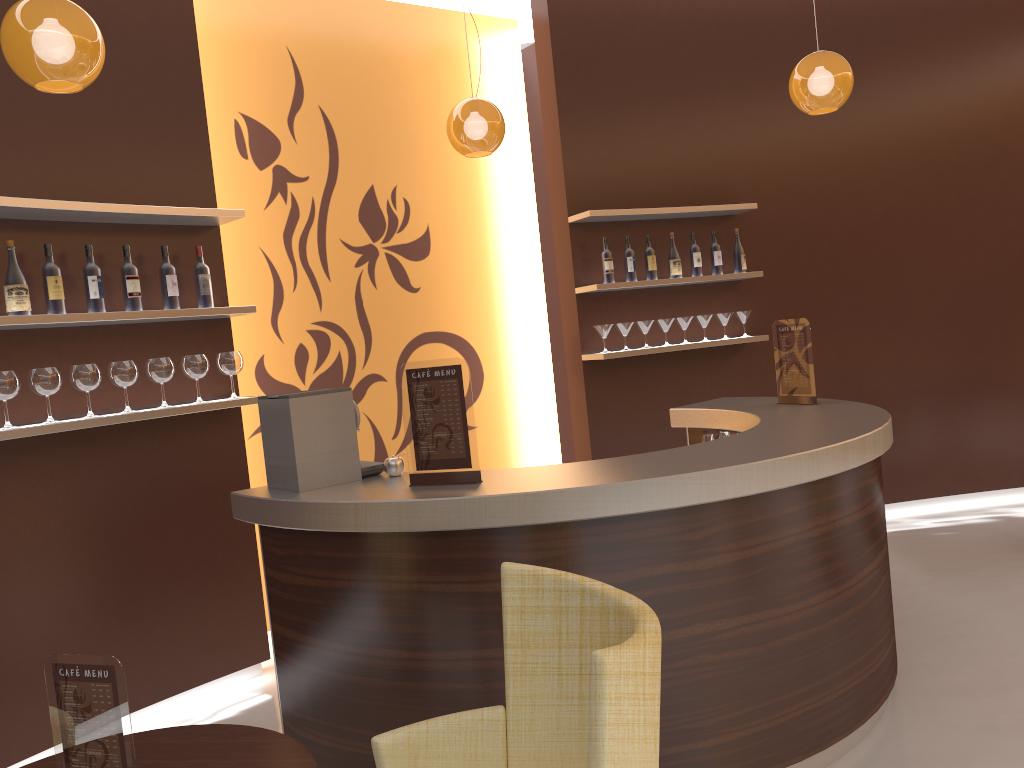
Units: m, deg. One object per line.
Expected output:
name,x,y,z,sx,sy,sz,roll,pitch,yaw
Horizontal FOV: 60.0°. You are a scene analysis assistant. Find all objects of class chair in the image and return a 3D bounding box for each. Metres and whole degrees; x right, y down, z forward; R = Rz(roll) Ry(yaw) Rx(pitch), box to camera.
chair,-0.003,0.962,1.817,0.685,1.017,0.729,-7,3,-16

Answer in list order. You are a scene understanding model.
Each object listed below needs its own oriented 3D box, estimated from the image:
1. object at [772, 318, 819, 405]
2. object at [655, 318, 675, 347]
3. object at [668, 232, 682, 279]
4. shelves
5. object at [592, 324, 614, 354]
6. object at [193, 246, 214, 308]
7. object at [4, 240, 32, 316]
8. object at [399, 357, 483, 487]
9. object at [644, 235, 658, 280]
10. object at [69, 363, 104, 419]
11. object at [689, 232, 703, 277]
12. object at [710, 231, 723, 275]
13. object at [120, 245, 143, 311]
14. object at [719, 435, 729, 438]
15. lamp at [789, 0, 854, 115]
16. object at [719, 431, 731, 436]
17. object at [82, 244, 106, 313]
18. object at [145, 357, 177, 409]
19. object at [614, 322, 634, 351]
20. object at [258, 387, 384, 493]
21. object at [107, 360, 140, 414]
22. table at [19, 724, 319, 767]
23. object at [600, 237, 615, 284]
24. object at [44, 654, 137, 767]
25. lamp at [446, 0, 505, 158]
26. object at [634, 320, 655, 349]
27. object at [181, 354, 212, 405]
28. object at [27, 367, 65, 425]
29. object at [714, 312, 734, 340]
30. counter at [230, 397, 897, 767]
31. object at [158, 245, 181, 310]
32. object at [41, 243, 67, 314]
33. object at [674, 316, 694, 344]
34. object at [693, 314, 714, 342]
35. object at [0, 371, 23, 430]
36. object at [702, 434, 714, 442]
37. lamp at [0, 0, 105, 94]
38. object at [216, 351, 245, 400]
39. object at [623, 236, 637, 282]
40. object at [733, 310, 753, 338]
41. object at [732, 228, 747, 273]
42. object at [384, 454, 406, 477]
object,1.366,-0.108,4.301,0.052,0.414,0.258,-7,3,-25
object,0.993,-0.332,5.729,0.137,0.174,0.137,-7,3,-19
object,1.049,-0.830,5.752,0.086,0.303,0.086,-6,3,-10
shelves,-0.350,-0.476,4.703,4.744,0.902,0.586,-8,4,-36
object,0.576,-0.281,5.534,0.137,0.174,0.137,-7,3,-29
object,-1.427,-0.487,4.086,0.073,0.297,0.073,-5,3,16
object,-1.942,-0.408,3.466,0.086,0.303,0.086,-7,3,-15
object,-0.242,0.126,2.933,0.258,0.414,0.052,-5,3,20
object,0.882,-0.804,5.673,0.073,0.297,0.073,-6,3,4
object,-1.753,0.030,3.663,0.125,0.221,0.125,-4,3,31
object,1.199,-0.843,5.805,0.073,0.297,0.073,-3,4,44
object,1.346,-0.861,5.861,0.073,0.297,0.073,-3,4,44
object,-1.650,-0.451,3.833,0.073,0.297,0.073,-5,3,16
object,1.065,0.332,4.424,0.067,0.148,0.067,-5,3,11
lamp,1.436,-2.070,4.272,0.299,1.500,0.299,-5,3,24
object,1.108,0.319,4.594,0.067,0.148,0.067,-6,3,5
object,-1.754,-0.434,3.710,0.073,0.297,0.073,-5,3,16
object,-1.548,-0.004,3.920,0.125,0.221,0.125,-4,3,31
object,0.714,-0.299,5.601,0.137,0.174,0.137,-7,3,-29
object,-0.696,0.191,3.295,0.373,0.340,0.270,-8,4,-39
object,-1.655,0.014,3.792,0.125,0.221,0.125,-4,3,31
table,-0.794,1.214,1.797,0.874,0.679,0.872,-8,4,-37
object,0.592,-0.767,5.527,0.073,0.297,0.073,-3,4,44
object,-0.847,0.710,1.788,0.209,0.335,0.042,-5,3,20
lamp,-0.246,-1.908,4.459,0.299,1.500,0.299,-5,3,24
object,0.852,-0.316,5.669,0.137,0.174,0.137,-7,3,-19
object,-1.439,-0.022,4.050,0.125,0.221,0.125,-4,3,31
object,-1.852,0.047,3.534,0.125,0.221,0.125,-4,3,31
object,1.414,-0.384,5.899,0.137,0.174,0.137,-4,3,31
counter,0.636,0.765,3.587,2.917,1.100,1.586,-8,4,-39
object,-1.537,-0.470,3.965,0.073,0.297,0.073,-6,3,4
object,-1.855,-0.417,3.580,0.073,0.297,0.073,-7,3,-24
object,1.126,-0.349,5.789,0.137,0.174,0.137,-7,3,-19
object,1.268,-0.366,5.845,0.137,0.174,0.137,-7,3,-19
object,-1.946,0.063,3.401,0.125,0.221,0.125,-4,3,31
object,1.009,0.332,4.539,0.067,0.148,0.067,-4,3,32
lamp,-1.522,-1.692,2.793,0.299,1.500,0.299,-7,3,-15
object,-1.319,-0.040,4.169,0.125,0.221,0.125,-4,3,31
object,0.743,-0.786,5.604,0.073,0.297,0.073,-3,4,44
object,1.559,-0.402,5.954,0.137,0.174,0.137,-7,3,-19
object,1.511,-0.886,5.920,0.086,0.303,0.086,-5,3,21
object,-0.432,0.299,3.252,0.075,0.077,0.075,-7,3,-25
